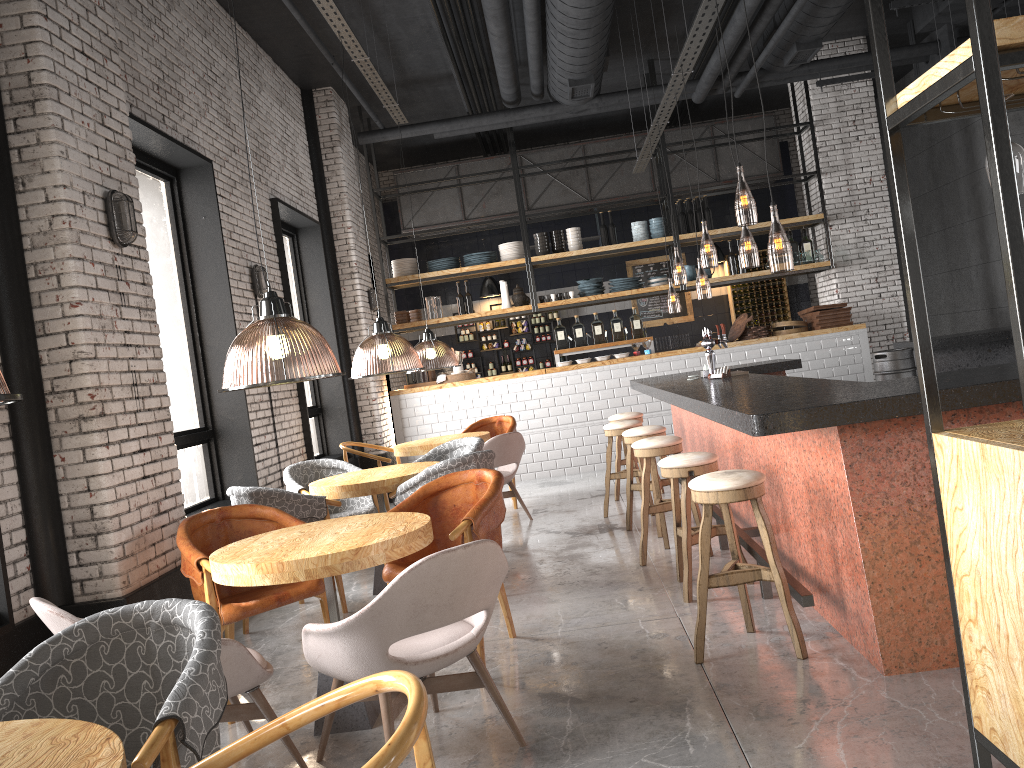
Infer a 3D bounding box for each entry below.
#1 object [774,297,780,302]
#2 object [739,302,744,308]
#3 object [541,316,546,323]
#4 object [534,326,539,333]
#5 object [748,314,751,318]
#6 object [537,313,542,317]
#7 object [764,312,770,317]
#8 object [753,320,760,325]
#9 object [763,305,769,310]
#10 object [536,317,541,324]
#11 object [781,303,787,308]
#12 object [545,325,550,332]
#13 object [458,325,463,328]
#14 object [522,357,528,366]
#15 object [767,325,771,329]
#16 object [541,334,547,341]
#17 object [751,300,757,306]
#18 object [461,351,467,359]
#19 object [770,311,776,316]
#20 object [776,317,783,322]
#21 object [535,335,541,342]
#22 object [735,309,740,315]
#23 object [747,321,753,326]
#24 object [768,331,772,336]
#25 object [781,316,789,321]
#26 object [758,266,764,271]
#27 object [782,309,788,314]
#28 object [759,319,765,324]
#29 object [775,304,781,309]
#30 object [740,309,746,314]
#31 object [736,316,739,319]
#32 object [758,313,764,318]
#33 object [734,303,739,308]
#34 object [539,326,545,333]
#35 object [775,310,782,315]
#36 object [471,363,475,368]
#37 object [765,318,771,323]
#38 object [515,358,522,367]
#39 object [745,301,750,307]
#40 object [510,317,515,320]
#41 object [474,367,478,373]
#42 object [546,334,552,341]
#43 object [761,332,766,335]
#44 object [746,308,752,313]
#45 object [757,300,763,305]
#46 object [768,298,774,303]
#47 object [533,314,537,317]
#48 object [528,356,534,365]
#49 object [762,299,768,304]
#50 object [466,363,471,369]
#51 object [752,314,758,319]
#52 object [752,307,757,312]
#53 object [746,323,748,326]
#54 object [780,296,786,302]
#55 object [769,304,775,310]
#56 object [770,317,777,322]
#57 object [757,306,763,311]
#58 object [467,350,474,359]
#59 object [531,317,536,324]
[{"bbox_3d":[4.275,-1.362,14.303,0.079,0.079,0.284,-8,1,3],"label":"object"},{"bbox_3d":[3.715,-1.282,14.335,0.079,0.079,0.284,-8,1,3],"label":"object"},{"bbox_3d":[0.511,-1.062,14.571,0.076,0.111,0.076,-8,0,-2],"label":"object"},{"bbox_3d":[0.404,-0.888,14.576,0.076,0.111,0.076,-8,0,28],"label":"object"},{"bbox_3d":[3.837,-1.087,14.310,0.079,0.079,0.281,-8,1,3],"label":"object"},{"bbox_3d":[0.454,-1.166,14.574,0.076,0.111,0.076,-8,0,8],"label":"object"},{"bbox_3d":[4.118,-1.127,14.311,0.079,0.079,0.281,-8,1,3],"label":"object"},{"bbox_3d":[3.944,-0.995,14.282,0.079,0.079,0.281,-8,1,3],"label":"object"},{"bbox_3d":[4.103,-1.231,14.316,0.079,0.079,0.284,-8,1,3],"label":"object"},{"bbox_3d":[0.430,-1.051,14.573,0.076,0.111,0.076,-8,0,23],"label":"object"},{"bbox_3d":[4.381,-1.270,14.263,0.079,0.079,0.284,-8,1,3],"label":"object"},{"bbox_3d":[0.581,-0.914,14.568,0.076,0.111,0.076,-8,0,-32],"label":"object"},{"bbox_3d":[-0.859,-0.990,14.659,0.081,0.113,0.071,-8,0,4],"label":"object"},{"bbox_3d":[0.212,-0.374,14.612,0.100,0.139,0.088,-8,0,4],"label":"object"},{"bbox_3d":[4.148,-0.919,14.311,0.079,0.079,0.281,-8,1,3],"label":"object"},{"bbox_3d":[0.522,-0.759,14.592,0.081,0.113,0.071,-8,0,2],"label":"object"},{"bbox_3d":[3.900,-1.307,14.283,0.079,0.079,0.284,-8,1,3],"label":"object"},{"bbox_3d":[-0.794,-0.480,14.661,0.100,0.139,0.088,-8,0,4],"label":"object"},{"bbox_3d":[4.211,-1.140,14.291,0.079,0.079,0.281,-8,1,3],"label":"object"},{"bbox_3d":[4.320,-1.050,14.301,0.079,0.079,0.281,-8,1,3],"label":"object"},{"bbox_3d":[0.426,-0.745,14.597,0.081,0.113,0.071,-8,0,2],"label":"object"},{"bbox_3d":[3.635,-1.163,14.297,0.079,0.079,0.284,-8,1,3],"label":"object"},{"bbox_3d":[3.853,-0.983,14.326,0.079,0.079,0.281,-8,1,3],"label":"object"},{"bbox_3d":[4.162,-0.814,14.287,0.079,0.079,0.281,-8,1,3],"label":"object"},{"bbox_3d":[4.413,-1.063,14.297,0.079,0.079,0.281,-8,1,3],"label":"object"},{"bbox_3d":[4.011,-1.854,14.273,0.079,0.079,0.284,-8,1,3],"label":"object"},{"bbox_3d":[4.397,-1.166,14.281,0.079,0.079,0.281,-8,1,3],"label":"object"},{"bbox_3d":[4.039,-1.009,14.291,0.079,0.079,0.281,-8,1,3],"label":"object"},{"bbox_3d":[4.290,-1.258,14.302,0.079,0.079,0.284,-8,1,3],"label":"object"},{"bbox_3d":[3.729,-1.177,14.315,0.079,0.079,0.284,-8,1,3],"label":"object"},{"bbox_3d":[3.651,-1.060,14.335,0.079,0.079,0.281,-8,1,3],"label":"object"},{"bbox_3d":[4.024,-1.113,14.300,0.079,0.079,0.281,-8,1,3],"label":"object"},{"bbox_3d":[3.621,-1.268,14.320,0.079,0.079,0.284,-8,1,3],"label":"object"},{"bbox_3d":[0.491,-0.901,14.571,0.076,0.111,0.076,-8,0,-22],"label":"object"},{"bbox_3d":[4.303,-1.153,14.263,0.079,0.079,0.281,-8,1,3],"label":"object"},{"bbox_3d":[-0.643,-0.307,14.631,0.071,0.083,0.071,-8,1,43],"label":"object"},{"bbox_3d":[4.133,-1.022,14.296,0.079,0.079,0.281,-8,1,3],"label":"object"},{"bbox_3d":[0.105,-0.359,14.618,0.100,0.139,0.088,-8,0,4],"label":"object"},{"bbox_3d":[3.808,-1.295,14.326,0.079,0.079,0.284,-8,1,3],"label":"object"},{"bbox_3d":[-0.003,-1.134,14.595,0.079,0.156,0.079,-8,0,13],"label":"object"},{"bbox_3d":[-0.592,-0.230,14.630,0.070,0.083,0.071,-8,1,28],"label":"object"},{"bbox_3d":[0.605,-0.770,14.588,0.081,0.113,0.071,-8,0,2],"label":"object"},{"bbox_3d":[4.068,-0.800,14.277,0.079,0.079,0.281,-8,1,3],"label":"object"},{"bbox_3d":[3.822,-1.190,14.302,0.079,0.079,0.284,-8,1,3],"label":"object"},{"bbox_3d":[3.993,-1.321,14.282,0.079,0.079,0.284,-8,1,3],"label":"object"},{"bbox_3d":[4.180,-1.347,14.269,0.079,0.079,0.284,-8,1,3],"label":"object"},{"bbox_3d":[0.373,-1.155,14.576,0.076,0.111,0.076,-8,0,-22],"label":"object"},{"bbox_3d":[0.314,-0.389,14.607,0.100,0.139,0.088,-8,0,4],"label":"object"},{"bbox_3d":[4.088,-1.335,14.312,0.079,0.079,0.284,-8,1,3],"label":"object"},{"bbox_3d":[-0.718,-0.296,14.640,0.070,0.083,0.071,-8,1,28],"label":"object"},{"bbox_3d":[3.932,-1.100,14.325,0.079,0.079,0.281,-8,1,3],"label":"object"},{"bbox_3d":[3.916,-1.204,14.306,0.079,0.079,0.284,-8,1,3],"label":"object"},{"bbox_3d":[3.758,-0.968,14.291,0.079,0.079,0.281,-8,1,3],"label":"object"},{"bbox_3d":[4.367,-1.375,14.282,0.079,0.079,0.284,-8,1,3],"label":"object"},{"bbox_3d":[4.196,-1.244,14.292,0.079,0.079,0.284,-8,1,3],"label":"object"},{"bbox_3d":[4.227,-1.036,14.311,0.079,0.079,0.281,-8,1,3],"label":"object"},{"bbox_3d":[4.009,-1.217,14.301,0.079,0.079,0.284,-8,1,3],"label":"object"},{"bbox_3d":[-0.686,-0.495,14.656,0.100,0.139,0.088,-8,0,4],"label":"object"},{"bbox_3d":[0.348,-1.039,14.578,0.076,0.111,0.076,-8,0,13],"label":"object"}]
